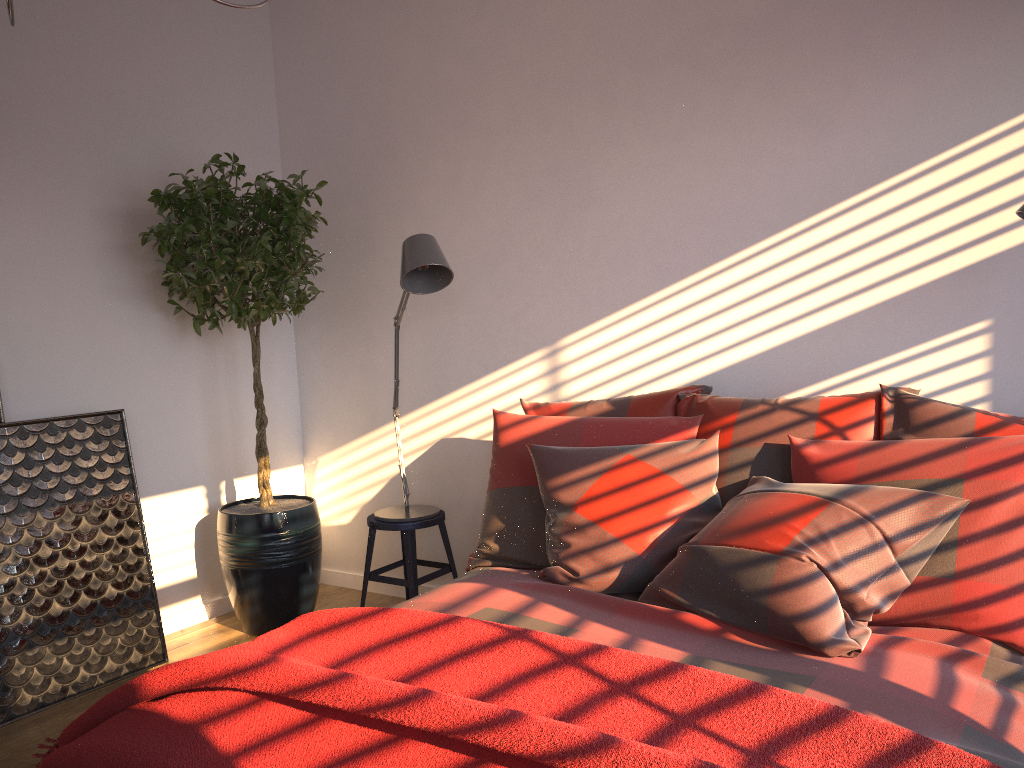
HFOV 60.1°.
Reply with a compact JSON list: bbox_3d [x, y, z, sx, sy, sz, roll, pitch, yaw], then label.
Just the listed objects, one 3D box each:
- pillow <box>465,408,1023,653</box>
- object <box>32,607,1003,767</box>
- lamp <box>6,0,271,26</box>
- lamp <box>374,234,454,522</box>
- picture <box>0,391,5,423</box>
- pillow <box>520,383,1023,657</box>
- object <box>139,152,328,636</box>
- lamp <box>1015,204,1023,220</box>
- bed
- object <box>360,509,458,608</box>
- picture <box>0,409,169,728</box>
[{"bbox_3d":[0.631,0.371,2.668,1.813,0.555,0.525,0,6,35],"label":"pillow"},{"bbox_3d":[-0.041,0.864,1.616,2.643,0.664,0.679,0,6,35],"label":"object"},{"bbox_3d":[-0.729,-1.154,1.134,1.100,1.085,1.240,1,7,34],"label":"lamp"},{"bbox_3d":[-0.407,0.013,3.488,0.279,1.134,0.784,-5,6,-15],"label":"lamp"},{"bbox_3d":[-2.165,0.584,2.725,0.172,1.260,1.242,2,7,34],"label":"picture"},{"bbox_3d":[0.680,0.402,2.599,2.141,0.738,1.138,0,6,32],"label":"pillow"},{"bbox_3d":[-1.134,0.065,3.782,0.812,2.032,0.797,2,8,37],"label":"object"},{"bbox_3d":[1.638,0.013,2.110,0.788,1.134,0.277,0,8,26],"label":"lamp"},{"bbox_3d":[0.347,0.740,2.136,2.035,0.774,2.302,0,5,34],"label":"bed"},{"bbox_3d":[-0.441,0.801,3.826,0.338,0.483,0.340,1,7,34],"label":"object"},{"bbox_3d":[-1.766,0.653,3.117,0.210,1.033,1.020,2,7,34],"label":"picture"}]
